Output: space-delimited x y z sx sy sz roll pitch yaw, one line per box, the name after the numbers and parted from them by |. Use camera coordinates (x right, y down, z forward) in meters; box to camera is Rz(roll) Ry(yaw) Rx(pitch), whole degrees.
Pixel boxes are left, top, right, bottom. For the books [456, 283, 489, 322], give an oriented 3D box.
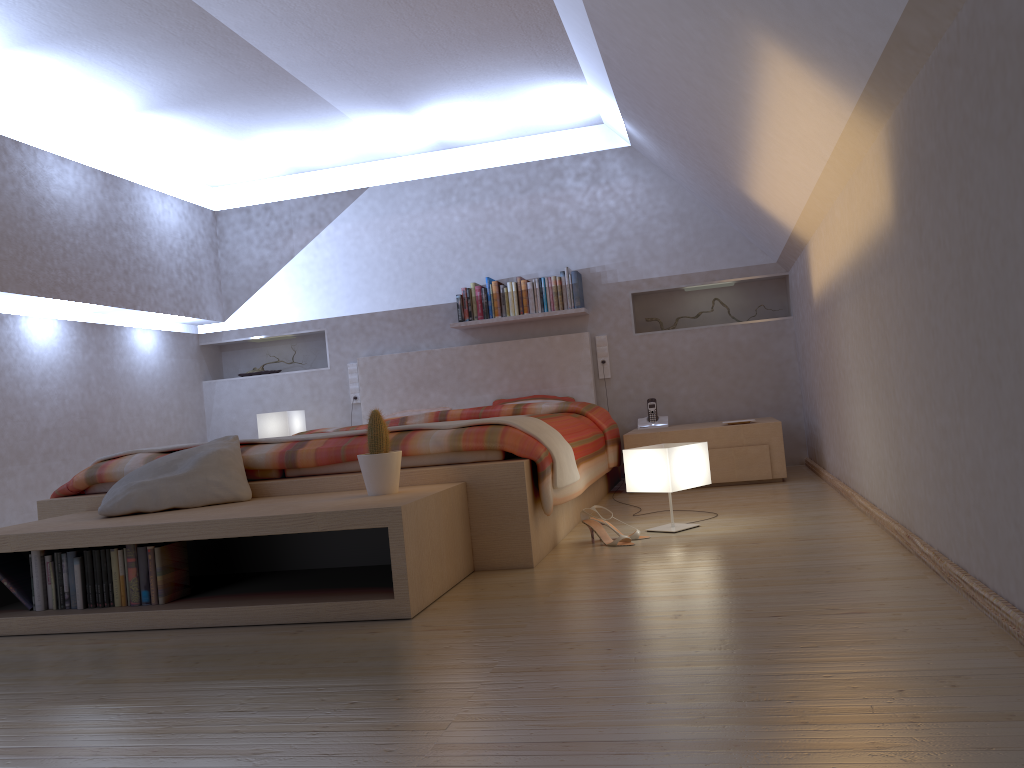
-0.249 -0.552 6.031 0.209 0.260 0.215 -6 -2 13 | books

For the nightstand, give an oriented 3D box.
1.148 0.412 5.291 0.859 0.329 0.847 -6 -2 13 | nightstand

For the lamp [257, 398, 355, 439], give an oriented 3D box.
-1.436 0.384 6.153 0.318 0.515 0.684 -7 -2 41 | lamp

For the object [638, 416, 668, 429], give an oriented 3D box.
0.902 0.241 5.665 0.192 0.087 0.153 -6 -2 13 | object

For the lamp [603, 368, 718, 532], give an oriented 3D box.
0.695 0.205 4.640 0.396 0.788 2.551 -6 -2 3 | lamp

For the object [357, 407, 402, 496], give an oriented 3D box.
-0.427 0.215 2.857 0.144 0.294 0.144 -7 -2 38 | object

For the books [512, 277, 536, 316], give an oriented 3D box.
0.094 -0.587 5.957 0.140 0.260 0.209 -6 -2 13 | books

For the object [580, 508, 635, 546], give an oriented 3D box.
0.355 0.531 3.317 0.235 0.132 0.079 -7 -2 44 | object

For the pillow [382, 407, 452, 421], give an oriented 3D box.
-0.722 0.265 5.947 0.572 0.180 0.492 -6 -2 13 | pillow

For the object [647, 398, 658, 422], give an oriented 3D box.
0.901 0.176 5.686 0.060 0.169 0.079 -6 -2 13 | object

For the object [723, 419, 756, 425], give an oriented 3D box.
1.283 0.217 5.014 0.179 0.015 0.177 -6 -2 13 | object

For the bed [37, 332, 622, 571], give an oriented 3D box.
-0.567 0.224 4.657 2.087 0.994 3.009 -6 -2 13 | bed

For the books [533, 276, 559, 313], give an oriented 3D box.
0.241 -0.587 5.929 0.159 0.231 0.200 -6 -2 13 | books

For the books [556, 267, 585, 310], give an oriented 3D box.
0.386 -0.627 5.896 0.145 0.281 0.200 -6 -2 13 | books

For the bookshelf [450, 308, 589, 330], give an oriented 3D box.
0.051 -0.437 5.967 0.916 0.028 0.223 -6 -2 13 | bookshelf

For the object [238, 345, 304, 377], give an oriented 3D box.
-1.789 -0.190 6.650 0.589 0.242 0.183 -6 -2 11 | object

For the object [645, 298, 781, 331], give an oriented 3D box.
1.344 -0.478 5.937 0.905 0.193 0.085 -6 -2 13 | object

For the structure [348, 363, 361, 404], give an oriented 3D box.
-1.124 -0.005 6.341 0.077 0.286 0.034 -6 -2 13 | structure

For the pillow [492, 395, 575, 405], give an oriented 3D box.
0.099 0.167 5.712 0.566 0.188 0.497 -6 -2 13 | pillow

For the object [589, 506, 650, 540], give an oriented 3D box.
0.409 0.529 3.405 0.235 0.132 0.079 -6 -2 18 | object

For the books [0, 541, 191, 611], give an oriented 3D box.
-1.349 0.594 2.776 0.652 0.193 0.157 -6 -2 13 | books

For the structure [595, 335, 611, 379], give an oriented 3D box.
0.612 -0.181 5.950 0.077 0.286 0.034 -6 -2 13 | structure

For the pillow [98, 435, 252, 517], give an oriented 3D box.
-1.219 0.326 3.188 0.498 0.241 0.470 -5 -2 -22 | pillow

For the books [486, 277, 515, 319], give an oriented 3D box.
-0.061 -0.582 5.997 0.178 0.281 0.200 -6 -2 13 | books

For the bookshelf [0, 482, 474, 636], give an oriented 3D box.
-0.940 0.555 2.867 1.495 0.303 0.643 -6 -2 13 | bookshelf
